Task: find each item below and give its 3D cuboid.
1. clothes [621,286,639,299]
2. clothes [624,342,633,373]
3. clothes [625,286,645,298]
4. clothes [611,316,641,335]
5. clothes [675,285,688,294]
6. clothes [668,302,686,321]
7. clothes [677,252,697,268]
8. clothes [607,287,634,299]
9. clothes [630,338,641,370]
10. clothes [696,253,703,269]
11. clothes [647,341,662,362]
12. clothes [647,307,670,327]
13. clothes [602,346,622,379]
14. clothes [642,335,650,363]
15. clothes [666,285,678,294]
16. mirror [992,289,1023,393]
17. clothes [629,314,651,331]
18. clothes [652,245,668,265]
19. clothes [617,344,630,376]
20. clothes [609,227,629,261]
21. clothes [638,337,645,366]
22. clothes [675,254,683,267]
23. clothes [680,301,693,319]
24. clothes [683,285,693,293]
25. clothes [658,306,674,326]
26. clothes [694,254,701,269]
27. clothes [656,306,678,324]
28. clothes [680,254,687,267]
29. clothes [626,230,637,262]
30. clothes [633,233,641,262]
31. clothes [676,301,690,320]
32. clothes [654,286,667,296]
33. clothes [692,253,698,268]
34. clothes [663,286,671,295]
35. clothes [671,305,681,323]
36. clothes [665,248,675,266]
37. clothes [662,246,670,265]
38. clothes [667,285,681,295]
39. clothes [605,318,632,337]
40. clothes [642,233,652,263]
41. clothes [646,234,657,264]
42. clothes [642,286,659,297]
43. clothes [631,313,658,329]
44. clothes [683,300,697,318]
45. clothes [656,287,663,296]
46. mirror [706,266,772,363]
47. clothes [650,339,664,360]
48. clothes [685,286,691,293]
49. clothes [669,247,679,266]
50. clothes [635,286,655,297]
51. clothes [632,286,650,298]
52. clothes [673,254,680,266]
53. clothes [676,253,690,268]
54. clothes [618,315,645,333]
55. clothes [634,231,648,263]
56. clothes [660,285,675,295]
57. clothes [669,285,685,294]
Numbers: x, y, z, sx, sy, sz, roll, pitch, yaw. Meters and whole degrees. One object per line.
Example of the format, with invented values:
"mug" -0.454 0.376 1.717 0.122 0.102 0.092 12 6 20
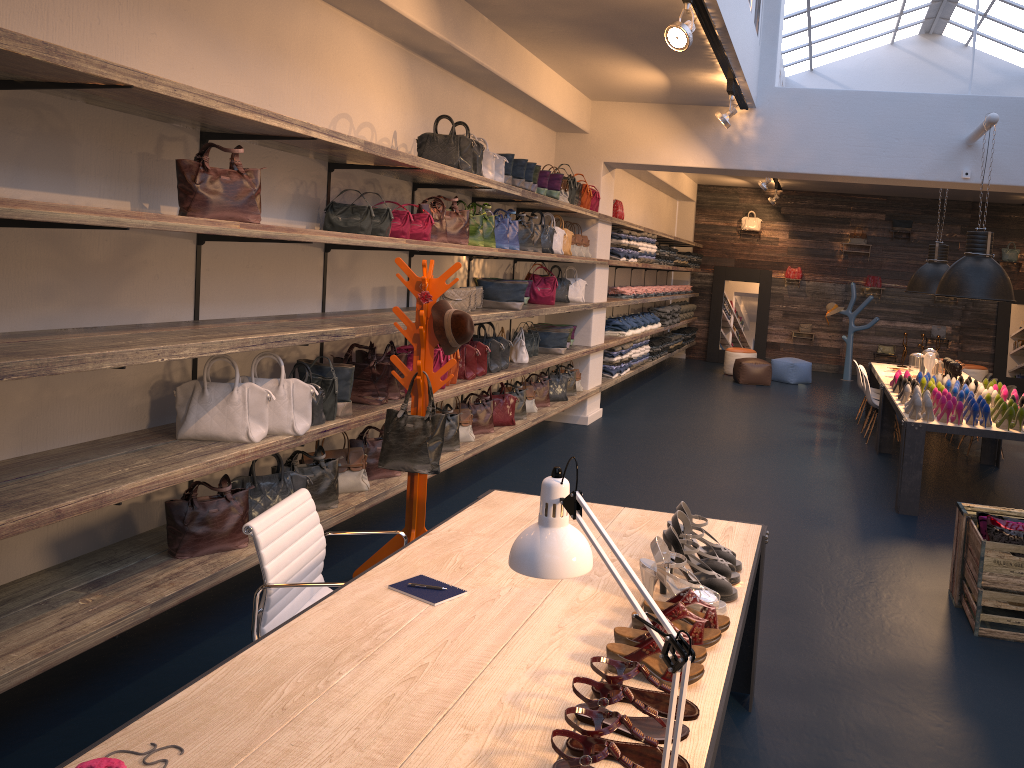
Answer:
"clothes" 1.565 -1.248 11.797 0.311 0.154 0.364 6 8 10
"clothes" 1.443 -0.366 11.440 0.241 0.408 0.338 6 6 23
"clothes" 1.678 -1.289 12.183 0.327 0.158 0.343 10 9 36
"clothes" 1.489 -0.797 11.743 0.396 0.239 0.461 9 8 31
"clothes" 3.104 -1.760 16.133 0.311 0.154 0.364 6 8 10
"clothes" 2.937 -1.309 15.615 0.319 0.340 0.416 7 7 22
"clothes" 3.207 -2.293 16.008 0.355 0.297 0.343 6 7 18
"clothes" 1.426 -1.205 11.473 0.327 0.158 0.343 10 9 36
"clothes" 1.582 -0.425 11.806 0.252 0.453 0.356 7 6 29
"clothes" 3.540 -2.408 16.977 0.334 0.297 0.324 7 7 21
"clothes" 2.051 -0.505 13.082 0.355 0.297 0.343 6 7 18
"clothes" 2.323 -1.064 13.787 0.370 0.301 0.357 5 6 3
"clothes" 1.206 -0.287 10.772 0.241 0.408 0.338 6 6 23
"clothes" 1.823 -0.506 12.484 0.252 0.453 0.356 7 6 29
"clothes" 2.699 -1.629 15.059 0.327 0.158 0.343 10 9 36
"mirror" 9.684 -0.790 16.297 1.120 1.908 0.277 5 4 11
"clothes" 1.774 -0.891 12.543 0.409 0.239 0.447 6 8 15
"clothes" 2.134 -1.935 12.986 0.355 0.297 0.343 6 7 18
"clothes" 1.352 -0.325 11.110 0.241 0.408 0.338 6 6 23
"clothes" 1.289 -1.717 10.675 0.241 0.408 0.338 6 6 23
"clothes" 1.697 -0.464 12.128 0.252 0.453 0.356 7 6 29
"clothes" 2.719 -2.139 14.846 0.403 0.250 0.360 6 7 12
"clothes" 3.245 -1.412 16.485 0.319 0.340 0.416 7 7 22
"clothes" 3.356 -1.844 16.843 0.311 0.154 0.364 6 8 10
"clothes" 2.446 -1.117 14.161 0.387 0.316 0.363 4 6 2
"clothes" 3.425 -2.370 16.654 0.340 0.297 0.319 6 6 15
"clothes" 2.599 -1.156 14.565 0.370 0.301 0.357 5 6 3
"clothes" 2.863 -2.188 15.257 0.392 0.250 0.370 8 8 24
"clothes" 1.436 -1.755 11.014 0.241 0.408 0.338 6 6 23
"clothes" 1.526 -1.796 11.343 0.241 0.408 0.338 6 6 23
"clothes" 3.091 -1.361 16.050 0.319 0.340 0.416 7 7 22
"clothes" 2.328 -1.502 13.946 0.311 0.154 0.364 6 8 10
"clothes" 3.311 -2.332 16.332 0.362 0.297 0.326 5 6 4
"clothes" 2.447 -1.545 14.349 0.327 0.158 0.343 10 9 36
"clothes" 2.722 -1.209 14.939 0.387 0.316 0.363 4 6 2
"clothes" 2.352 -2.012 13.631 0.340 0.297 0.319 6 6 15
"clothes" 2.238 -1.974 13.309 0.362 0.297 0.326 5 6 4
"clothes" 2.838 -1.672 15.383 0.311 0.154 0.364 6 8 10
"clothes" 1.335 -0.745 11.306 0.409 0.239 0.447 6 8 15
"clothes" 1.780 -1.893 12.032 0.252 0.453 0.356 7 6 29
"clothes" 1.906 -1.935 12.387 0.252 0.453 0.356 7 6 29
"clothes" 2.076 -1.418 13.236 0.311 0.154 0.364 6 8 10
"clothes" 1.928 -0.943 12.979 0.396 0.239 0.461 9 8 31
"clothes" 3.400 -1.463 16.919 0.319 0.340 0.416 7 7 22
"clothes" 2.189 -1.459 13.622 0.327 0.158 0.343 10 9 36
"mirror" 4.519 -1.347 17.261 1.120 1.908 0.277 5 4 11
"clothes" 2.155 -0.544 13.405 0.362 0.297 0.326 5 6 4
"clothes" 3.217 -1.801 16.519 0.327 0.158 0.343 10 9 36
"clothes" 2.467 -2.051 13.954 0.334 0.297 0.324 7 7 21
"clothes" 1.937 -1.375 12.912 0.327 0.158 0.343 10 9 36
"clothes" 1.817 -1.331 12.507 0.311 0.154 0.364 6 8 10
"clothes" 2.579 -2.093 14.457 0.392 0.250 0.370 8 8 24
"clothes" 3.003 -2.234 15.647 0.403 0.250 0.360 6 7 12
"clothes" 1.630 -0.844 12.138 0.409 0.239 0.447 6 8 15
"clothes" 1.666 -1.855 11.709 0.252 0.453 0.356 7 6 29
"clothes" 2.586 -1.588 14.673 0.311 0.154 0.364 6 8 10
"clothes" 2.965 -1.717 15.809 0.327 0.158 0.343 10 9 36
